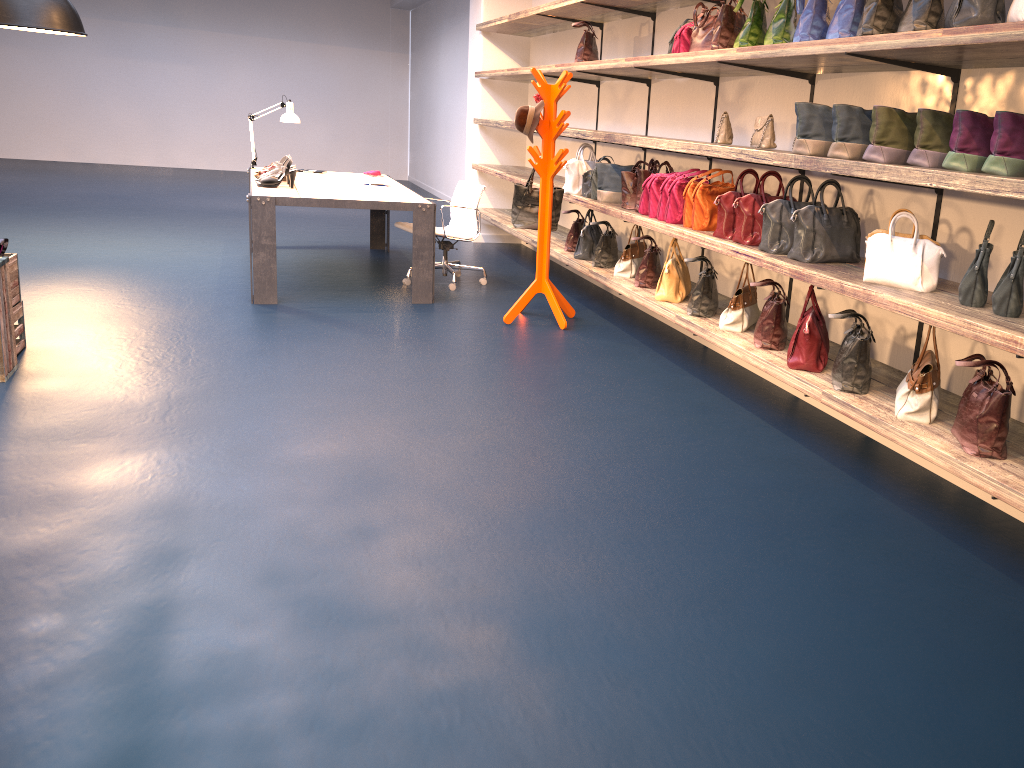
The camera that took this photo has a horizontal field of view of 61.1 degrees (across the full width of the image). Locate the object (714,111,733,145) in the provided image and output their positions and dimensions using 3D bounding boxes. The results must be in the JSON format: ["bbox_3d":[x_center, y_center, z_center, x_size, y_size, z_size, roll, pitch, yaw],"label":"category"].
[{"bbox_3d":[1.162,-1.398,4.744,0.101,0.172,0.280,7,16,12],"label":"object"}]

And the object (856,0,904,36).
[{"bbox_3d":[1.512,-1.573,3.573,0.202,0.333,0.409,14,18,35],"label":"object"}]

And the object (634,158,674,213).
[{"bbox_3d":[0.947,-1.289,5.664,0.364,0.350,0.155,-2,15,-22],"label":"object"}]

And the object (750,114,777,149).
[{"bbox_3d":[1.310,-1.313,4.510,0.105,0.172,0.271,4,16,1],"label":"object"}]

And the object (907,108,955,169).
[{"bbox_3d":[1.779,-1.002,3.587,0.454,0.231,0.166,-9,19,-39],"label":"object"}]

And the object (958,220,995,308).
[{"bbox_3d":[1.750,-0.457,3.263,0.103,0.323,0.253,10,16,27],"label":"object"}]

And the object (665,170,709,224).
[{"bbox_3d":[1.041,-1.113,5.165,0.242,0.336,0.281,7,15,11],"label":"object"}]

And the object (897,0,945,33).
[{"bbox_3d":[1.574,-1.500,3.351,0.206,0.333,0.401,9,16,22],"label":"object"}]

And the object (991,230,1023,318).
[{"bbox_3d":[1.797,-0.408,3.120,0.103,0.323,0.253,10,16,27],"label":"object"}]

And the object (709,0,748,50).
[{"bbox_3d":[1.177,-1.969,4.756,0.202,0.333,0.408,13,18,34],"label":"object"}]

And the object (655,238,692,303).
[{"bbox_3d":[1.013,-0.722,5.398,0.185,0.379,0.450,8,16,19],"label":"object"}]

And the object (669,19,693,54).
[{"bbox_3d":[1.110,-2.173,5.516,0.319,0.271,0.127,-8,17,-36],"label":"object"}]

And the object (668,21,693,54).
[{"bbox_3d":[1.126,-2.214,5.655,0.319,0.271,0.127,-8,17,-36],"label":"object"}]

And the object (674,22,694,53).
[{"bbox_3d":[1.084,-2.061,5.200,0.217,0.239,0.253,5,15,5],"label":"object"}]

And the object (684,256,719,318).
[{"bbox_3d":[1.100,-0.578,5.053,0.206,0.333,0.401,9,16,22],"label":"object"}]

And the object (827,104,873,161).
[{"bbox_3d":[1.518,-1.096,3.805,0.166,0.228,0.455,17,20,42],"label":"object"}]

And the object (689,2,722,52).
[{"bbox_3d":[1.134,-2.014,4.945,0.203,0.299,0.352,-5,18,-29],"label":"object"}]

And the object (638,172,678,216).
[{"bbox_3d":[0.939,-1.201,5.478,0.271,0.295,0.334,6,15,8],"label":"object"}]

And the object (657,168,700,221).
[{"bbox_3d":[1.011,-1.146,5.264,0.242,0.336,0.281,7,15,11],"label":"object"}]

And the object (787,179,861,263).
[{"bbox_3d":[1.477,-0.766,4.073,0.457,0.379,0.182,-4,16,-28],"label":"object"}]

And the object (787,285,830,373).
[{"bbox_3d":[1.409,-0.282,4.086,0.185,0.379,0.450,8,16,19],"label":"object"}]

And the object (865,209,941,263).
[{"bbox_3d":[1.672,-0.592,3.705,0.317,0.304,0.168,15,18,35],"label":"object"}]

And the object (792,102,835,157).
[{"bbox_3d":[1.418,-1.141,3.924,0.453,0.228,0.166,-8,19,-37],"label":"object"}]

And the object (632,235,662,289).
[{"bbox_3d":[0.898,-0.826,5.794,0.208,0.333,0.398,8,16,18],"label":"object"}]

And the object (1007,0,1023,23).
[{"bbox_3d":[1.751,-1.350,2.822,0.185,0.379,0.450,8,16,19],"label":"object"}]

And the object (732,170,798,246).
[{"bbox_3d":[1.331,-0.914,4.512,0.453,0.379,0.183,-3,15,-23],"label":"object"}]

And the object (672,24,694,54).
[{"bbox_3d":[1.103,-2.111,5.369,0.215,0.239,0.255,6,15,8],"label":"object"}]

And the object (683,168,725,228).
[{"bbox_3d":[1.129,-1.080,5.054,0.205,0.355,0.267,12,17,31],"label":"object"}]

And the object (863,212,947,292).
[{"bbox_3d":[1.597,-0.543,3.525,0.317,0.304,0.168,15,18,35],"label":"object"}]

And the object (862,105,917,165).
[{"bbox_3d":[1.626,-1.043,3.676,0.455,0.231,0.165,-11,20,-42],"label":"object"}]

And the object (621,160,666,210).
[{"bbox_3d":[0.913,-1.339,5.841,0.393,0.333,0.211,0,15,-15],"label":"object"}]

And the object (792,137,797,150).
[{"bbox_3d":[1.456,-1.229,4.280,0.104,0.172,0.273,4,16,3],"label":"object"}]

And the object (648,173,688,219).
[{"bbox_3d":[0.995,-1.166,5.399,0.233,0.293,0.275,14,18,34],"label":"object"}]

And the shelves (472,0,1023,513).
[{"bbox_3d":[-1.818,-0.100,0.479,9.149,2.186,16.184,-1,18,-18],"label":"shelves"}]

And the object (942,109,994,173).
[{"bbox_3d":[1.837,-0.949,3.431,0.455,0.231,0.165,-11,20,-42],"label":"object"}]

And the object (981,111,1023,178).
[{"bbox_3d":[1.910,-0.889,3.257,0.453,0.231,0.166,-8,18,-37],"label":"object"}]

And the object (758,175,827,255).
[{"bbox_3d":[1.397,-0.831,4.262,0.451,0.379,0.184,-2,15,-21],"label":"object"}]

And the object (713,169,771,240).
[{"bbox_3d":[1.271,-0.971,4.705,0.457,0.379,0.181,-5,16,-29],"label":"object"}]

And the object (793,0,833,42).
[{"bbox_3d":[1.409,-1.708,4.031,0.184,0.299,0.390,7,16,12],"label":"object"}]

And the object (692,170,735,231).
[{"bbox_3d":[1.159,-1.046,4.953,0.205,0.355,0.267,12,17,31],"label":"object"}]
